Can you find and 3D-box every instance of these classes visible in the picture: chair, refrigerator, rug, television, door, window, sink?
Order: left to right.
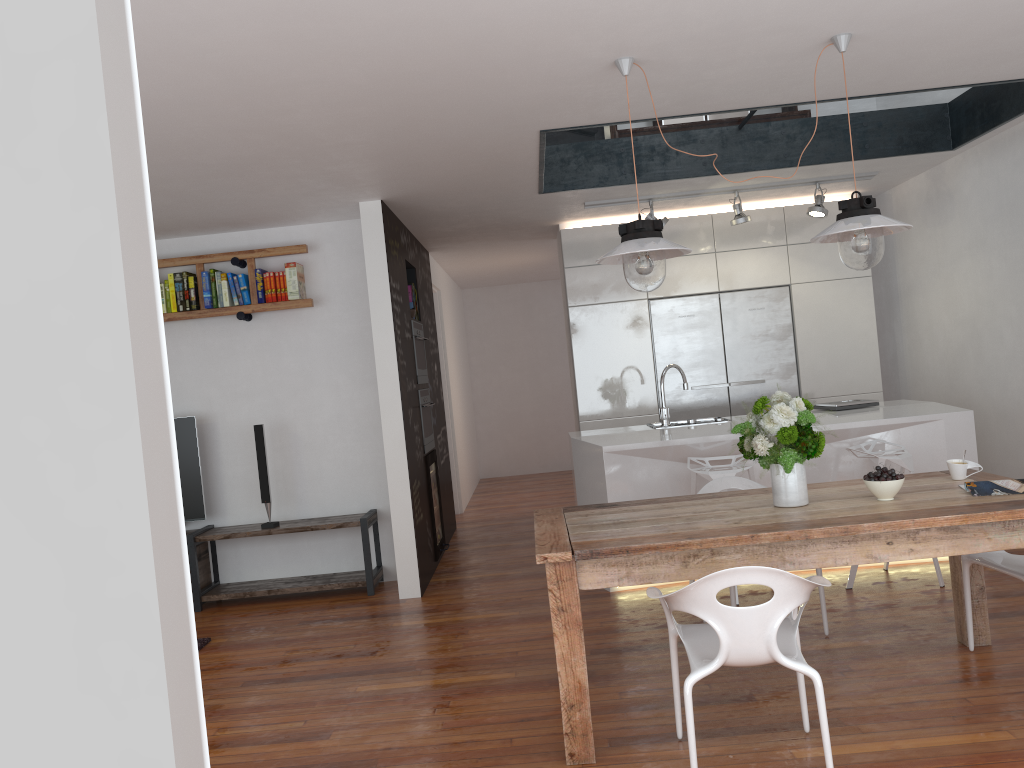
[{"bbox_3d":[-2.698,1.571,3.480,1.895,0.019,3.193,-6,1,2],"label":"rug"},{"bbox_3d":[-2.699,0.667,5.998,1.230,0.786,0.298,-6,1,2],"label":"television"},{"bbox_3d":[-0.687,0.194,8.437,0.120,2.236,0.823,-6,1,2],"label":"door"},{"bbox_3d":[1.147,0.143,5.839,0.492,0.570,0.459,-6,1,2],"label":"sink"},{"bbox_3d":[1.195,0.789,4.919,0.492,0.765,0.428,-6,1,12],"label":"chair"},{"bbox_3d":[1.730,0.178,7.035,1.119,1.811,0.142,-6,1,2],"label":"refrigerator"},{"bbox_3d":[0.747,0.884,2.860,0.577,0.710,0.505,-6,1,7],"label":"chair"},{"bbox_3d":[1.161,0.825,4.278,0.577,0.710,0.505,-6,1,-8],"label":"chair"},{"bbox_3d":[1.479,-1.666,5.035,2.700,0.035,1.546,-6,1,2],"label":"window"},{"bbox_3d":[2.091,0.701,4.824,0.492,0.765,0.428,-6,1,-43],"label":"chair"},{"bbox_3d":[2.134,0.737,3.488,0.505,0.710,0.577,-6,1,-3],"label":"chair"}]

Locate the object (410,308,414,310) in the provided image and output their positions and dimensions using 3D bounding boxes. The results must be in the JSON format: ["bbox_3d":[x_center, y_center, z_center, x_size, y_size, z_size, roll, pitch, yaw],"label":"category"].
[{"bbox_3d":[-0.769,-0.545,6.574,0.077,0.042,0.116,-6,1,15],"label":"object"}]

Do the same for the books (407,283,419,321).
[{"bbox_3d":[-0.855,-0.622,6.861,0.230,0.303,0.152,-6,1,2],"label":"books"}]

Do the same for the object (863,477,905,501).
[{"bbox_3d":[1.402,0.394,3.335,0.146,0.079,0.146,-6,1,10],"label":"object"}]

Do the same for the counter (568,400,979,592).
[{"bbox_3d":[1.557,0.675,5.588,2.289,0.903,0.956,-6,1,2],"label":"counter"}]

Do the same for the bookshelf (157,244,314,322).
[{"bbox_3d":[-2.844,-0.562,6.070,2.983,0.465,0.161,-6,1,2],"label":"bookshelf"}]

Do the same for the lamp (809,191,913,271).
[{"bbox_3d":[1.336,-0.589,3.407,0.372,0.306,0.372,-6,1,-37],"label":"lamp"}]

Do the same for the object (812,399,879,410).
[{"bbox_3d":[2.164,0.134,5.771,0.298,0.036,0.325,-6,1,-8],"label":"object"}]

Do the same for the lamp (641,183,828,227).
[{"bbox_3d":[1.584,-1.243,6.330,1.324,0.254,0.154,-6,1,2],"label":"lamp"}]

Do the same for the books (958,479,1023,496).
[{"bbox_3d":[1.815,0.376,3.318,0.218,0.035,0.267,-6,1,16],"label":"books"}]

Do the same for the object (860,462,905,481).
[{"bbox_3d":[1.397,0.344,3.334,0.159,0.095,0.141,-6,1,-13],"label":"object"}]

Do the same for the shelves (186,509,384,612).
[{"bbox_3d":[-2.641,1.289,6.000,3.473,0.506,0.414,-6,1,2],"label":"shelves"}]

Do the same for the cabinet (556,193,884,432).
[{"bbox_3d":[1.707,-0.169,7.486,2.404,2.506,0.946,-6,1,2],"label":"cabinet"}]

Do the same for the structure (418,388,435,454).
[{"bbox_3d":[-0.618,0.265,6.656,0.052,0.462,0.585,-6,1,2],"label":"structure"}]

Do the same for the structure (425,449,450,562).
[{"bbox_3d":[-0.547,0.893,6.663,0.081,0.763,0.582,-6,1,2],"label":"structure"}]

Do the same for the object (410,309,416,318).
[{"bbox_3d":[-0.775,-0.510,6.574,0.132,0.069,0.132,-5,1,35],"label":"object"}]

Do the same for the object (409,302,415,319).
[{"bbox_3d":[-0.811,-0.542,6.717,0.136,0.136,0.110,-6,1,-5],"label":"object"}]

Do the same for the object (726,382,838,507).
[{"bbox_3d":[1.033,0.230,3.445,0.371,0.476,0.432,-5,1,43],"label":"object"}]

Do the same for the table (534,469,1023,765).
[{"bbox_3d":[1.069,0.835,3.428,1.910,0.735,0.969,-6,1,2],"label":"table"}]

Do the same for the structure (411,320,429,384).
[{"bbox_3d":[-0.668,-0.235,6.650,0.052,0.462,0.585,-6,1,2],"label":"structure"}]

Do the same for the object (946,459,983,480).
[{"bbox_3d":[1.841,0.348,3.613,0.127,0.078,0.082,-6,1,7],"label":"object"}]

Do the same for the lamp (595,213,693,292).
[{"bbox_3d":[0.507,-0.507,3.429,0.372,0.306,0.372,-6,1,-4],"label":"lamp"}]

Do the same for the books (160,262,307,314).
[{"bbox_3d":[-1.579,-1.548,6.264,5.671,1.974,0.733,-6,1,-9],"label":"books"}]

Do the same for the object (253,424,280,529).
[{"bbox_3d":[-1.641,0.611,5.897,0.089,0.687,0.089,-6,1,12],"label":"object"}]
